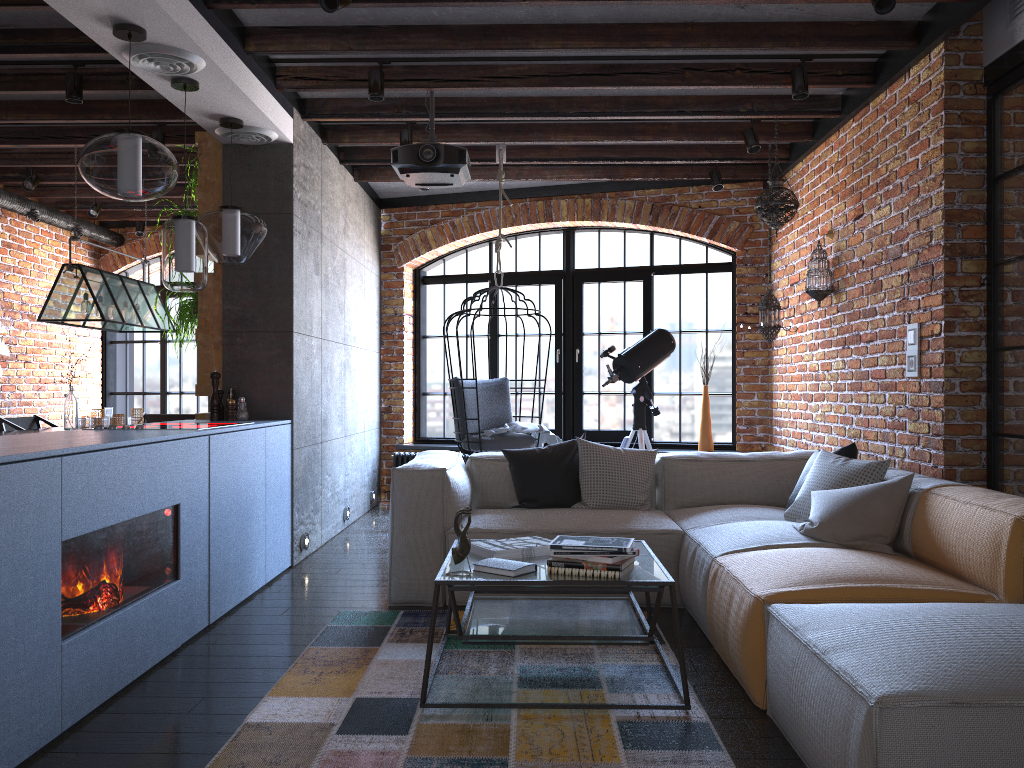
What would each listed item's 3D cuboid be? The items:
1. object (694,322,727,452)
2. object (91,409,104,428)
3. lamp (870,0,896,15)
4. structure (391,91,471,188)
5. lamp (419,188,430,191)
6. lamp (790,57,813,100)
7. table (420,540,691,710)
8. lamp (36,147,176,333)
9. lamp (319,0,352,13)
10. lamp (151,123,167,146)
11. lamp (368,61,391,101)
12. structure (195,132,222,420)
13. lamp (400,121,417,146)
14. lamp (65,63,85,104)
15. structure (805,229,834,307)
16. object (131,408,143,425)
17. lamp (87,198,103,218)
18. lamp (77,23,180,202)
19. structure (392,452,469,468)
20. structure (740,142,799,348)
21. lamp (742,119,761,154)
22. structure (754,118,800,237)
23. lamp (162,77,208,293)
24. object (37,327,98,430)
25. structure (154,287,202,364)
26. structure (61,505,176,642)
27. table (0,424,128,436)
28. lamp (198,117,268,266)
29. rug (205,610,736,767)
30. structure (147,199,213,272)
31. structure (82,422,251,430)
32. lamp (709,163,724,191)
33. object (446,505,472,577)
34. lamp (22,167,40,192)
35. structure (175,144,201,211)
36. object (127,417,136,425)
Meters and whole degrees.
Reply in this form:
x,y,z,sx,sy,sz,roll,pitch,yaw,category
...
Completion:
x,y,z,sx,sy,sz,roll,pitch,yaw,category
1.580,0.014,7.060,0.270,1.054,0.299,0,0,22,object
-2.894,0.246,6.193,0.086,0.140,0.086,0,0,-26,object
1.475,-1.569,3.530,0.094,0.210,0.150,0,0,3,lamp
-0.442,-1.527,4.919,0.409,0.816,0.464,0,0,1,structure
-0.645,-1.562,6.705,0.121,0.184,0.082,0,0,-6,lamp
1.485,-1.571,4.566,0.085,0.194,0.113,0,0,-28,lamp
0.142,0.817,3.175,0.842,0.388,0.848,0,0,1,table
-2.896,-1.042,6.430,0.465,1.267,1.258,0,0,1,lamp
-0.701,-1.574,3.557,0.092,0.201,0.162,0,0,18,lamp
-2.262,-1.568,5.678,0.082,0.184,0.113,0,0,-32,lamp
-0.687,-1.575,4.613,0.119,0.184,0.082,0,0,-3,lamp
-1.728,-0.283,6.614,0.206,2.381,2.829,0,0,1,structure
-0.666,-1.566,5.642,0.083,0.188,0.116,0,0,-36,lamp
-2.287,-1.575,4.640,0.082,0.184,0.116,0,0,-38,lamp
1.889,-0.713,5.453,0.169,0.482,0.169,0,0,1,structure
-2.721,0.247,6.440,0.086,0.140,0.086,0,0,-9,object
-3.627,-1.544,7.725,0.093,0.206,0.160,0,0,-2,lamp
-1.487,-1.046,3.448,0.364,0.665,0.364,0,0,-16,lamp
-0.523,0.827,7.544,1.115,0.476,0.106,0,0,19,structure
1.704,-0.958,5.864,0.389,1.437,0.338,0,0,2,structure
1.507,-1.557,5.590,0.090,0.208,0.134,0,0,-31,lamp
1.625,-1.294,5.455,0.265,0.779,0.273,0,0,41,structure
-1.487,-0.897,4.034,0.195,0.955,0.198,0,0,31,lamp
-2.989,-0.041,6.030,0.443,0.708,0.194,0,0,17,object
-1.862,-0.380,5.425,0.422,0.620,0.570,0,0,21,structure
-1.482,0.641,3.017,0.332,0.394,0.944,0,0,1,structure
-2.902,0.685,6.244,0.905,0.737,1.887,0,0,1,table
-1.462,-0.997,4.617,0.367,0.747,0.367,0,0,-35,lamp
-0.104,1.024,2.848,1.432,0.013,2.364,0,0,1,rug
-1.905,-0.859,5.392,0.570,0.620,0.422,0,0,-29,structure
-1.583,0.208,4.176,0.504,0.057,0.763,0,0,1,structure
1.533,-1.550,6.651,0.093,0.208,0.134,0,0,-23,lamp
-0.157,0.512,2.904,0.099,0.223,0.093,0,0,41,object
-3.647,-1.553,6.732,0.093,0.201,0.162,0,0,-6,lamp
-1.737,-1.225,5.404,0.570,0.620,0.422,0,0,-9,structure
-2.830,0.281,6.597,0.060,0.073,0.060,0,0,32,object
